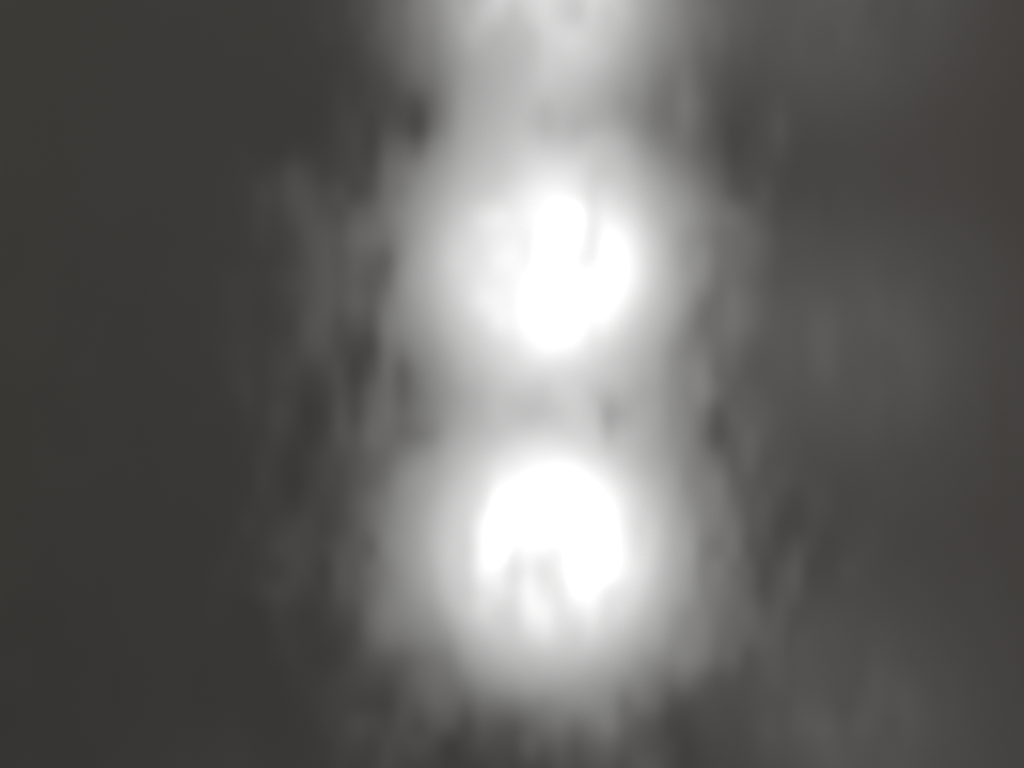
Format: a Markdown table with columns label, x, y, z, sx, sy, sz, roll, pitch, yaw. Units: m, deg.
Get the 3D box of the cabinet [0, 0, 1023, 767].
| label | x | y | z | sx | sy | sz | roll | pitch | yaw |
| --- | --- | --- | --- | --- | --- | --- | --- | --- | --- |
| cabinet | 0.054 | -0.375 | 0.641 | 0.663 | 1.134 | 2.947 | 0 | 90 | 0 |
